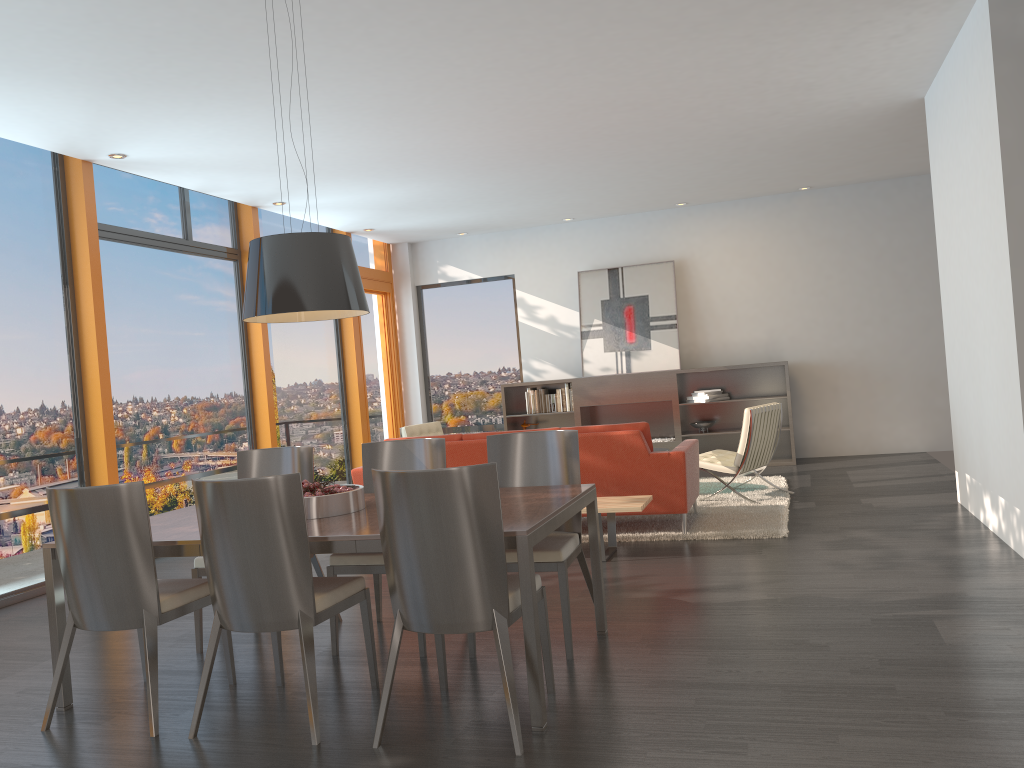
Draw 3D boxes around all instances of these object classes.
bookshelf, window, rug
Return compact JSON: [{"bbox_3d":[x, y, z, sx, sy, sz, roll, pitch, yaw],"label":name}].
[{"bbox_3d":[1.603,0.447,10.685,3.386,1.163,0.570,-5,0,17],"label":"bookshelf"},{"bbox_3d":[-1.774,-0.374,11.339,0.211,3.346,1.156,-5,0,17],"label":"window"},{"bbox_3d":[-2.342,-0.313,9.829,0.070,3.346,1.844,-5,0,17],"label":"window"},{"bbox_3d":[-2.960,-0.244,7.839,0.070,3.346,2.105,-5,0,17],"label":"window"},{"bbox_3d":[0.519,1.139,8.054,3.771,0.043,2.984,-5,1,17],"label":"rug"},{"bbox_3d":[-3.738,-0.156,5.335,0.070,3.346,2.924,-5,0,17],"label":"window"},{"bbox_3d":[-0.540,-0.478,11.823,1.409,3.340,0.065,-5,0,17],"label":"window"}]

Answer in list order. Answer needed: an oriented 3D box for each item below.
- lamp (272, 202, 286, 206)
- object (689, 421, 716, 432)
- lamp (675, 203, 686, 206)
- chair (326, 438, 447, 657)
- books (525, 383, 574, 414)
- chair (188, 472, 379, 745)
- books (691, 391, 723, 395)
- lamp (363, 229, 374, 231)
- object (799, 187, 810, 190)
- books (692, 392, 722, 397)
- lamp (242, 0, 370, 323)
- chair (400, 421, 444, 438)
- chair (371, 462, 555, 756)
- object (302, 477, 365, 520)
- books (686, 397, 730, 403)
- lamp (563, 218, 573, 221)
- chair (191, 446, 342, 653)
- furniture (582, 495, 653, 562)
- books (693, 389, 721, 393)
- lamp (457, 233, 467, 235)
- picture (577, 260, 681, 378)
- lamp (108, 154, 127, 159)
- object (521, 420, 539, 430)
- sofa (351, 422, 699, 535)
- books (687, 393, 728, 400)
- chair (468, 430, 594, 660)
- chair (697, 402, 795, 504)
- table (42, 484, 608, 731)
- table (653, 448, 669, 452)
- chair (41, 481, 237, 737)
[{"bbox_3d":[-2.303,-1.780,8.764,0.129,0.010,0.129,-5,1,-28],"label":"lamp"},{"bbox_3d":[2.243,0.512,10.403,0.309,0.117,0.308,-5,1,-39],"label":"object"},{"bbox_3d":[2.027,-2.157,10.644,0.129,0.010,0.129,-5,1,-28],"label":"lamp"},{"bbox_3d":[-0.578,0.784,4.446,0.548,0.968,0.614,-5,0,17],"label":"chair"},{"bbox_3d":[0.499,0.173,10.920,0.592,0.339,0.324,-5,0,17],"label":"books"},{"bbox_3d":[-0.917,0.821,3.506,0.548,0.968,0.614,-5,0,17],"label":"chair"},{"bbox_3d":[2.284,0.101,10.381,0.300,0.020,0.210,-5,1,-33],"label":"books"},{"bbox_3d":[-1.722,-1.846,10.635,0.129,0.010,0.129,-5,1,-28],"label":"lamp"},{"bbox_3d":[3.391,-2.267,10.283,0.129,0.010,0.129,-5,1,-28],"label":"object"},{"bbox_3d":[2.285,0.121,10.381,0.300,0.020,0.210,-5,1,-43],"label":"books"},{"bbox_3d":[-0.997,-1.092,4.029,0.567,1.580,0.567,-5,0,-44],"label":"lamp"},{"bbox_3d":[-0.692,0.810,9.258,0.706,0.817,0.700,-5,0,27],"label":"chair"},{"bbox_3d":[-0.189,0.762,3.278,0.548,0.968,0.614,-5,0,17],"label":"chair"},{"bbox_3d":[-0.890,0.507,4.042,0.427,0.154,0.427,-5,1,-29],"label":"object"},{"bbox_3d":[2.291,0.187,10.382,0.398,0.038,0.314,-5,1,-33],"label":"books"},{"bbox_3d":[0.697,-2.050,11.060,0.129,0.010,0.129,-5,1,-28],"label":"lamp"},{"bbox_3d":[-1.306,0.842,4.674,0.548,0.968,0.614,-5,0,17],"label":"chair"},{"bbox_3d":[-0.041,1.029,6.189,2.005,0.357,0.492,-5,0,17],"label":"furniture"},{"bbox_3d":[2.282,0.081,10.381,0.300,0.020,0.210,-5,1,7],"label":"books"},{"bbox_3d":[-0.648,-1.943,11.480,0.129,0.010,0.129,-5,1,-28],"label":"lamp"},{"bbox_3d":[1.420,-0.790,10.866,1.208,1.338,0.269,-5,0,17],"label":"picture"},{"bbox_3d":[-2.959,-1.707,6.651,0.129,0.010,0.129,-5,1,-28],"label":"lamp"},{"bbox_3d":[0.186,0.590,11.084,0.245,0.290,0.201,-5,0,37],"label":"object"},{"bbox_3d":[0.128,0.759,7.018,2.596,0.852,1.038,-5,0,17],"label":"sofa"},{"bbox_3d":[2.288,0.150,10.382,0.398,0.038,0.314,-5,1,-43],"label":"books"},{"bbox_3d":[0.086,0.731,4.239,0.548,0.968,0.614,-5,0,17],"label":"chair"},{"bbox_3d":[1.974,0.603,7.770,0.706,0.817,0.700,-5,0,37],"label":"chair"},{"bbox_3d":[-0.765,0.958,3.999,2.151,0.764,1.172,-5,0,17],"label":"table"},{"bbox_3d":[0.510,0.911,8.436,1.998,0.464,0.948,-5,0,18],"label":"table"},{"bbox_3d":[-1.581,0.874,3.714,0.548,0.968,0.614,-5,0,17],"label":"chair"}]
